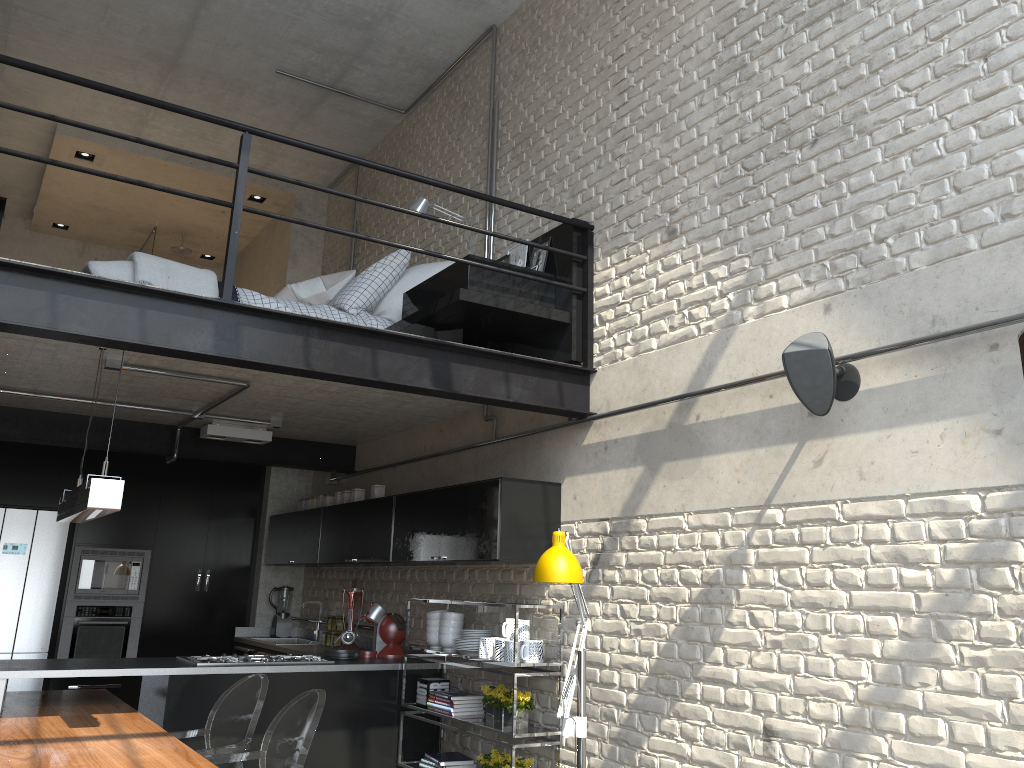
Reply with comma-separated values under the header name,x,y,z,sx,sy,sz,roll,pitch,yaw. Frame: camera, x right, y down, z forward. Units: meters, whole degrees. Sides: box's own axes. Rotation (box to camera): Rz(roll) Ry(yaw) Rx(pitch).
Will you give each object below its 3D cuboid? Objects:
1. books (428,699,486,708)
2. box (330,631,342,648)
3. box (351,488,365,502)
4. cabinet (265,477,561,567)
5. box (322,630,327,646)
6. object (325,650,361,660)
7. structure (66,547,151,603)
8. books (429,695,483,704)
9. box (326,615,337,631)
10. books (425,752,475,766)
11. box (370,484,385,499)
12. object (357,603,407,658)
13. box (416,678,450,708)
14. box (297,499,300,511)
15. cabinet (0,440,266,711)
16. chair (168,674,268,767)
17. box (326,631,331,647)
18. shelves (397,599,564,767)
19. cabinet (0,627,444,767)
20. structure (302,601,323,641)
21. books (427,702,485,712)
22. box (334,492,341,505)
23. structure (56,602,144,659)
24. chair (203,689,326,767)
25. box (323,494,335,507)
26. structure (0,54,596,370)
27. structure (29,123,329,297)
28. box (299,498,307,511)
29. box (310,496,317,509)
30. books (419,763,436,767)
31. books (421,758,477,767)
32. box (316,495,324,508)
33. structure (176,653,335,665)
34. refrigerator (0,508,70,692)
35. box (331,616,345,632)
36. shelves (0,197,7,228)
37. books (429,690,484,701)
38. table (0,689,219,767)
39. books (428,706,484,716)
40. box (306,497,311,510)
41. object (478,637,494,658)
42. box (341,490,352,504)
name,x,y,z,sx,sy,sz,roll,pitch,yaw
books,-0.313,1.797,4.993,0.210,0.021,0.289,10,-16,-33
box,-1.298,1.891,6.548,0.081,0.113,0.080,8,-16,-21
box,-1.118,0.819,6.426,0.080,0.113,0.080,11,-18,-30
cabinet,-0.942,1.049,6.200,0.397,0.428,3.852,11,-16,-31
box,-1.385,1.920,6.683,0.080,0.113,0.080,9,-17,-26
object,-1.059,1.687,5.505,0.227,0.051,0.306,2,-13,-3
structure,-3.379,1.590,7.361,0.578,0.428,0.443,10,-17,-30
books,-0.308,1.779,5.001,0.210,0.021,0.289,10,-15,-31
box,-1.344,1.806,6.678,0.080,0.113,0.080,-8,-18,32
books,-0.349,2.088,4.932,0.200,0.024,0.275,7,-14,-22
box,-0.932,0.759,6.145,0.080,0.113,0.080,11,-18,-30
object,-0.837,1.614,5.807,0.218,0.347,0.347,-12,-20,41
box,-0.464,1.816,5.206,0.149,0.153,0.148,11,-17,-30
box,-1.745,1.023,7.388,0.080,0.113,0.080,11,-18,-30
cabinet,-3.378,1.748,7.359,2.307,2.517,0.547,10,-18,-30
chair,-1.440,1.832,4.019,0.536,0.956,0.584,-12,-21,41
box,-1.337,1.905,6.615,0.080,0.113,0.080,13,-19,-35
shelves,-0.201,1.679,4.850,0.286,0.942,1.236,11,-17,-31
cabinet,-2.182,2.205,5.870,2.418,1.022,2.716,10,-16,-31
structure,-1.641,1.928,7.204,0.176,0.316,0.088,11,-18,-30
books,-0.319,1.815,4.984,0.210,0.021,0.289,10,-15,-31
box,-1.296,0.875,6.693,0.080,0.113,0.080,11,-18,-30
structure,-3.383,2.065,7.207,0.578,0.567,0.479,10,-17,-30
chair,-1.061,1.720,3.487,0.586,0.956,0.535,13,-19,-35
box,-1.418,0.915,6.880,0.080,0.113,0.080,11,-18,-30
structure,-2.470,0.693,4.642,4.758,3.398,3.745,10,-17,-30
structure,-3.757,-0.522,9.322,2.579,3.001,2.760,11,-17,-30
box,-1.705,1.005,7.306,0.080,0.113,0.080,11,-18,-30
box,-1.570,0.964,7.112,0.080,0.113,0.080,11,-18,-30
books,-0.358,2.129,4.915,0.199,0.024,0.276,12,-16,-36
books,-0.353,2.109,4.924,0.200,0.024,0.275,10,-16,-33
box,-1.496,0.940,7.001,0.080,0.113,0.080,11,-18,-30
structure,-1.523,1.632,5.266,0.807,0.026,0.496,10,-15,-31
refrigerator,-4.007,1.914,6.897,0.720,1.855,0.493,11,-19,-30
box,-1.298,1.791,6.609,0.080,0.113,0.080,13,-19,-35
shelves,-6.007,-0.956,8.057,2.112,2.838,2.645,11,-17,-31
books,-0.312,1.759,5.004,0.210,0.021,0.289,9,-15,-28
table,-2.131,1.888,3.878,0.922,0.745,2.644,10,-16,-31
books,-0.314,1.836,4.981,0.210,0.021,0.289,10,-15,-31
box,-1.623,0.980,7.188,0.080,0.113,0.080,11,-18,-30
object,-0.136,1.403,4.713,0.083,0.102,0.107,1,-15,2
box,-1.223,0.852,6.582,0.080,0.113,0.080,11,-18,-30
